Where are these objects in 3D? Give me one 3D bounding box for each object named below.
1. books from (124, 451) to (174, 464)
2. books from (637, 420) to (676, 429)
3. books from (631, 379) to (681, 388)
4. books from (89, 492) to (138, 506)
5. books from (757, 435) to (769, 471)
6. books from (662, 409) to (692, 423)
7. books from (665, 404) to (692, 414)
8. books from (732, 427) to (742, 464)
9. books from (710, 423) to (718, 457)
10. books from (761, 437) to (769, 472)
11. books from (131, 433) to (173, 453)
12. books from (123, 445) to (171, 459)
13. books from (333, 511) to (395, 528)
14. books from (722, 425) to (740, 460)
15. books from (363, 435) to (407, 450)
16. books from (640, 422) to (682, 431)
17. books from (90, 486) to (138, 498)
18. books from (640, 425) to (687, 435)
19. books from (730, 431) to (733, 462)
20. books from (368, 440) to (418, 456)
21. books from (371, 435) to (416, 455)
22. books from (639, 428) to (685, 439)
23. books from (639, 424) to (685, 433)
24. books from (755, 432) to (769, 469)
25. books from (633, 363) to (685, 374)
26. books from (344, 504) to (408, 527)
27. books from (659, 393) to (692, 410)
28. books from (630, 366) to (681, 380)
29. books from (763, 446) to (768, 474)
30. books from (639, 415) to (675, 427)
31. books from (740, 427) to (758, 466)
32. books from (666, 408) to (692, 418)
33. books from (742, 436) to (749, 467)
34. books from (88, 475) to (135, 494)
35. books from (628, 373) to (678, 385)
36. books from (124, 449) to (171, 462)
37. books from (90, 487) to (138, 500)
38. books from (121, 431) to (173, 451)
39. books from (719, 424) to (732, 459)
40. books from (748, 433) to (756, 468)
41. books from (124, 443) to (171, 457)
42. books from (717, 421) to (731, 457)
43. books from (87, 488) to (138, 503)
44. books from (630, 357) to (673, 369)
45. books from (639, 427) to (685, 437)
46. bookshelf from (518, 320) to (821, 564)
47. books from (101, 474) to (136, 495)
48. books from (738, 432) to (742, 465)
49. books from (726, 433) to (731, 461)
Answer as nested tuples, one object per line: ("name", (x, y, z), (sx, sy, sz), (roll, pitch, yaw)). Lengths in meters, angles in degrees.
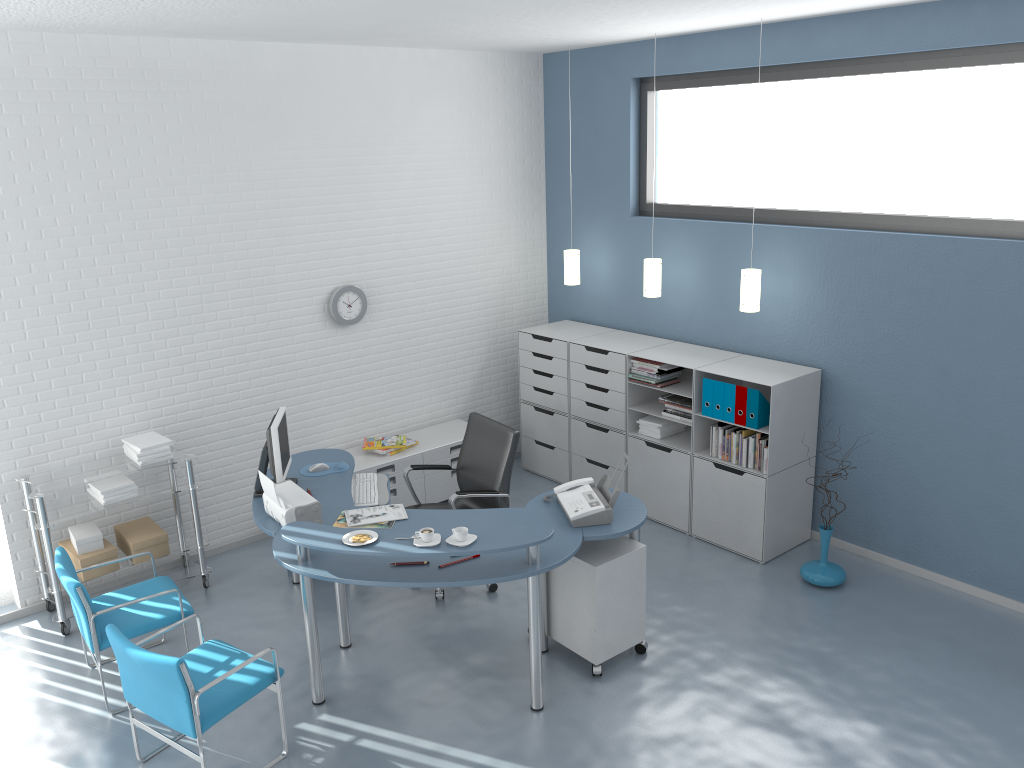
("books", (-2.133, 0.406, 5.209), (0.190, 0.015, 0.270), (-16, 21, -41))
("books", (1.024, 0.252, 6.137), (0.270, 0.015, 0.190), (-14, 20, -38))
("books", (0.977, -0.025, 6.038), (0.209, 0.019, 0.265), (-14, 20, -38))
("books", (-2.308, 0.633, 5.129), (0.190, 0.015, 0.270), (-15, 20, -39))
("books", (1.556, 0.418, 5.424), (0.157, 0.198, 0.022), (-14, 20, -38))
("books", (1.163, 0.201, 5.875), (0.212, 0.034, 0.265), (-14, 20, -38))
("books", (1.171, 0.145, 5.859), (0.197, 0.034, 0.251), (-14, 20, -38))
("books", (1.442, 0.377, 5.546), (0.166, 0.217, 0.038), (-14, 20, -38))
("books", (1.331, 0.349, 5.683), (0.157, 0.203, 0.040), (-14, 20, -38))
("books", (1.573, 0.420, 5.403), (0.157, 0.203, 0.032), (-14, 20, -38))
("books", (-2.132, 0.344, 5.206), (0.190, 0.015, 0.270), (-14, 20, -38))
("books", (-2.141, 0.378, 5.199), (0.190, 0.015, 0.270), (-14, 20, -38))
("books", (-0.734, 0.682, 4.463), (0.300, 0.005, 0.200), (0, 16, 5))
("books", (1.389, 0.366, 5.616), (0.157, 0.203, 0.032), (-14, 20, -38))
("books", (-0.898, 0.416, 6.279), (0.300, 0.020, 0.210), (-3, 16, -4))
("books", (1.046, 0.267, 6.136), (0.270, 0.015, 0.190), (-13, 19, -35))
("books", (-2.303, 0.588, 5.120), (0.190, 0.015, 0.270), (-15, 20, -39))
("books", (1.047, 0.296, 6.142), (0.270, 0.015, 0.190), (-14, 20, -36))
("books", (1.427, 0.380, 5.582), (0.146, 0.193, 0.032), (-14, 20, -38))
("books", (-0.847, 0.442, 6.329), (0.210, 0.020, 0.300), (9, 19, 33))
("books", (-0.864, 0.430, 6.301), (0.210, 0.020, 0.300), (13, 22, 43))
("books", (1.040, 0.324, 6.154), (0.270, 0.015, 0.190), (-14, 20, -38))
("books", (1.041, 0.283, 6.135), (0.270, 0.015, 0.190), (-14, 20, -38))
("books", (1.545, 0.396, 5.445), (0.138, 0.229, 0.032), (-14, 20, -38))
("books", (0.993, -0.125, 6.005), (0.187, 0.034, 0.298), (-14, 20, -38))
("books", (-0.692, 0.666, 4.509), (0.300, 0.010, 0.200), (-6, 16, -14))
("books", (1.150, 0.108, 5.852), (0.224, 0.041, 0.283), (-14, 20, -38))
("books", (0.974, -0.088, 6.020), (0.212, 0.044, 0.265), (-14, 20, -38))
("books", (1.586, 0.447, 5.378), (0.178, 0.163, 0.032), (-14, 20, -38))
("books", (1.037, 0.238, 6.130), (0.270, 0.015, 0.190), (-17, 21, -42))
("books", (1.474, 0.370, 5.510), (0.157, 0.247, 0.021), (-14, 20, -38))
("books", (1.175, 0.177, 5.852), (0.212, 0.023, 0.224), (-14, 20, -38))
("books", (1.486, 0.407, 5.494), (0.173, 0.184, 0.032), (-14, 20, -38))
("books", (-2.313, 0.564, 5.096), (0.190, 0.015, 0.270), (-16, 21, -41))
("books", (0.959, -0.050, 6.033), (0.234, 0.034, 0.240), (-14, 20, -38))
("books", (-2.137, 0.393, 5.197), (0.190, 0.015, 0.270), (-14, 20, -36))
("books", (-2.305, 0.601, 5.129), (0.190, 0.015, 0.270), (-14, 20, -37))
("books", (-2.135, 0.333, 5.189), (0.190, 0.015, 0.270), (-17, 21, -42))
("books", (1.372, 0.364, 5.637), (0.157, 0.198, 0.022), (-14, 20, -38))
("books", (1.515, 0.403, 5.470), (0.157, 0.203, 0.040), (-14, 20, -38))
("books", (-2.136, 0.364, 5.189), (0.190, 0.015, 0.270), (-13, 19, -35))
("books", (1.361, 0.342, 5.659), (0.138, 0.229, 0.032), (-14, 20, -38))
("books", (-2.309, 0.618, 5.125), (0.190, 0.015, 0.270), (-16, 21, -42))
("books", (0.969, -0.154, 6.004), (0.212, 0.024, 0.258), (-14, 20, -38))
("books", (1.040, 0.310, 6.150), (0.270, 0.015, 0.190), (-16, 21, -41))
("bookshelf", (0.996, 0.295, 6.331), (0.521, 1.141, 2.294), (-14, 20, -38))
("books", (-2.309, 0.573, 5.121), (0.190, 0.015, 0.270), (-14, 20, -37))
("books", (1.464, 0.388, 5.531), (0.155, 0.203, 0.017), (-14, 20, -38))
("books", (1.406, 0.386, 5.601), (0.157, 0.172, 0.021), (-14, 20, -38))
